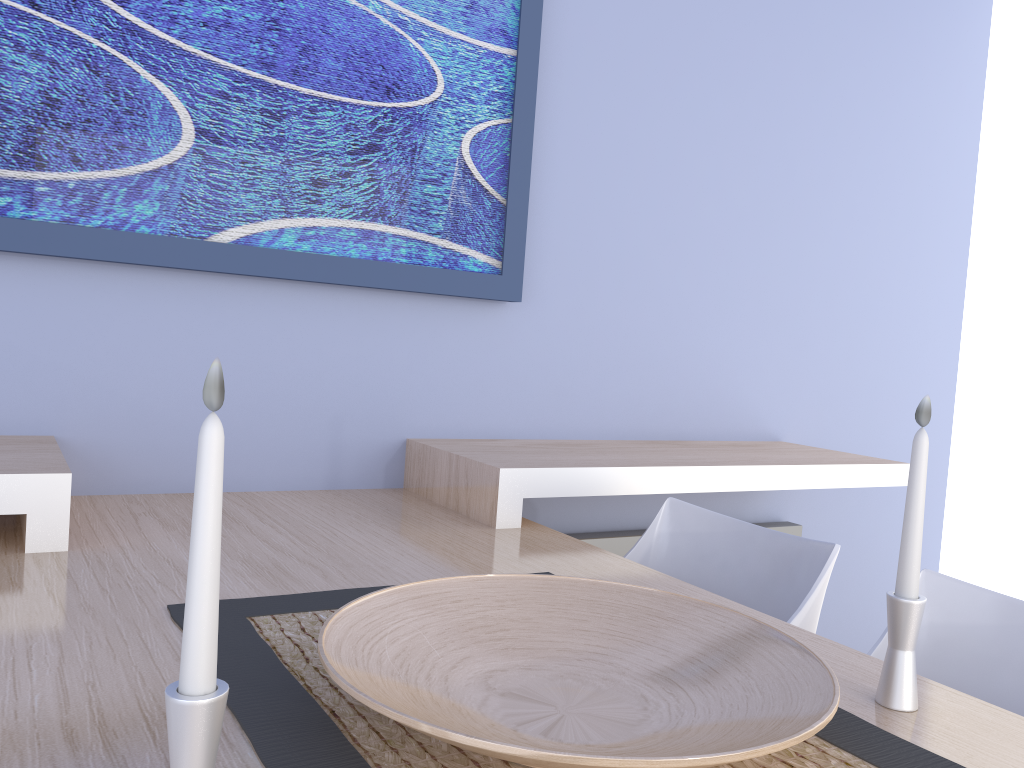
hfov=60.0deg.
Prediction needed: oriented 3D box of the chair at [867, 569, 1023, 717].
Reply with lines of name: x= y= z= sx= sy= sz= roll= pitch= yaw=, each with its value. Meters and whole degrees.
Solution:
chair: x=0.566 y=0.686 z=1.107 sx=0.486 sy=0.793 sz=0.510 roll=3 pitch=3 yaw=-30

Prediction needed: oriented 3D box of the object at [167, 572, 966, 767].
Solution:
object: x=0.059 y=0.336 z=0.877 sx=0.594 sy=0.005 sz=0.986 roll=3 pitch=3 yaw=-31

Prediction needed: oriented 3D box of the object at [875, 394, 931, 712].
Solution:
object: x=0.443 y=0.184 z=0.986 sx=0.045 sy=0.349 sz=0.045 roll=3 pitch=3 yaw=-31

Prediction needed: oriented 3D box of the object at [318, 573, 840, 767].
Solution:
object: x=0.058 y=0.293 z=0.875 sx=0.493 sy=0.081 sz=0.493 roll=4 pitch=3 yaw=-12

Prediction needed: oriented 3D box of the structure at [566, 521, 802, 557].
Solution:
structure: x=-0.773 y=0.617 z=1.841 sx=3.843 sy=0.503 sz=0.064 roll=3 pitch=3 yaw=-31

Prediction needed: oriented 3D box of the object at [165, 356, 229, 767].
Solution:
object: x=-0.210 y=0.155 z=0.600 sx=0.045 sy=0.349 sz=0.045 roll=5 pitch=3 yaw=11

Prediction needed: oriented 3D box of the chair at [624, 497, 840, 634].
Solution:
chair: x=0.269 y=0.642 z=1.612 sx=0.486 sy=0.793 sz=0.510 roll=3 pitch=3 yaw=-31

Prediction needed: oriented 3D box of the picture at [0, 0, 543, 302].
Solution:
picture: x=-0.494 y=-0.679 z=1.891 sx=1.252 sy=0.901 sz=0.049 roll=3 pitch=3 yaw=-31

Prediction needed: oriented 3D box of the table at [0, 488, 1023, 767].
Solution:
table: x=-0.028 y=0.686 z=0.981 sx=1.002 sy=0.718 sz=2.340 roll=3 pitch=3 yaw=-31

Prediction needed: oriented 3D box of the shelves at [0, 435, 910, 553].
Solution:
shelves: x=-0.733 y=0.543 z=1.648 sx=3.901 sy=0.840 sz=0.463 roll=3 pitch=3 yaw=-31
